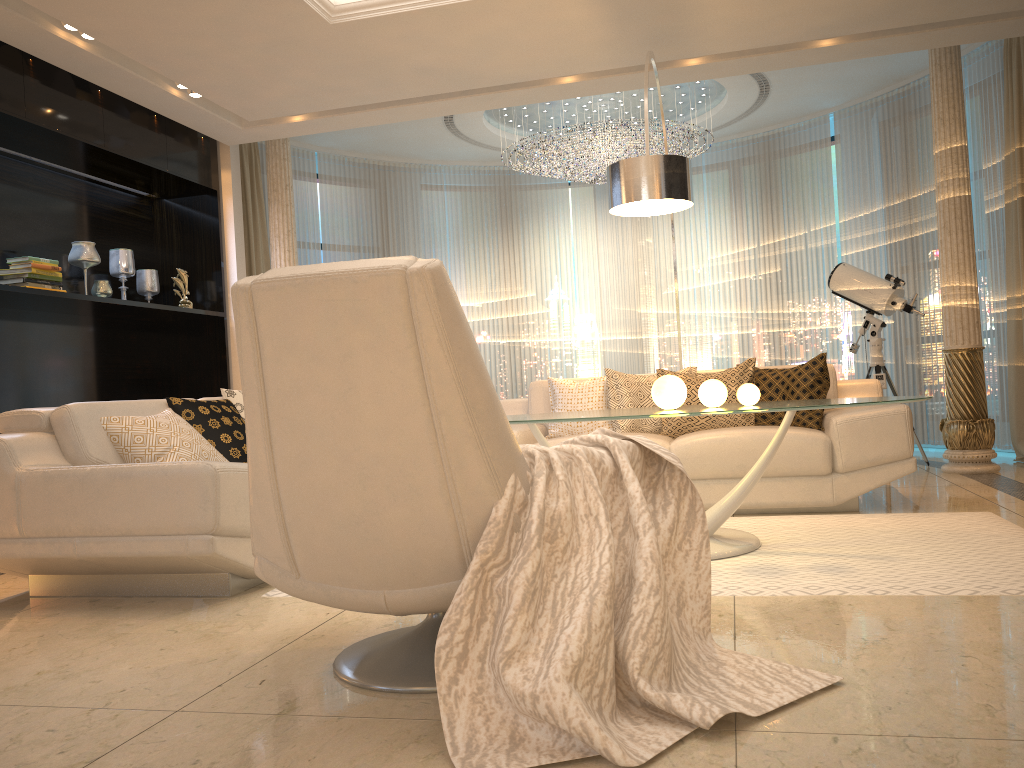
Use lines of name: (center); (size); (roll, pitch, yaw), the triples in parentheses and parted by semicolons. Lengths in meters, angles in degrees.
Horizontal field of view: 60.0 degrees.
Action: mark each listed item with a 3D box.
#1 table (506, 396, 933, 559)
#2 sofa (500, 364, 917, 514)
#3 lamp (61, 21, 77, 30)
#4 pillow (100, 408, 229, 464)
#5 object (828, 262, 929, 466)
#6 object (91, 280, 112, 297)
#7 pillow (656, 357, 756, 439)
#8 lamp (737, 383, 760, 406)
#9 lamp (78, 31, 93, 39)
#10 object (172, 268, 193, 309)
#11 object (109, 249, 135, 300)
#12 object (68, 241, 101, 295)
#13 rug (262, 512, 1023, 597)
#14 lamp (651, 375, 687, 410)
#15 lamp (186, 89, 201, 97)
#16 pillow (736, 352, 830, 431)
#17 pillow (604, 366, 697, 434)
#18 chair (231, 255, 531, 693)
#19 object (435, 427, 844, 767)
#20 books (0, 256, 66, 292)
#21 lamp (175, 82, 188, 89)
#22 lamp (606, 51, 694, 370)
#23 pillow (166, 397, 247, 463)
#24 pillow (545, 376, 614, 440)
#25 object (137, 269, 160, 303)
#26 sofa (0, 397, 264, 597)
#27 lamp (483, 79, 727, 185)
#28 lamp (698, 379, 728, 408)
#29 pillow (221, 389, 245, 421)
table: (0.618, 0.391, 3.717); (2.140, 0.565, 0.999); (-3, 0, 13)
sofa: (0.938, 0.305, 5.046); (2.328, 0.754, 1.145); (-3, 0, 14)
lamp: (-2.234, -1.865, 4.502); (0.107, 0.127, 0.107); (-4, 0, 25)
pillow: (-1.442, 0.263, 3.763); (0.351, 0.329, 0.521); (-3, 0, 14)
object: (2.501, -0.137, 6.073); (0.616, 1.471, 0.570); (-4, 0, 20)
object: (-2.638, -0.585, 5.706); (0.119, 0.154, 0.119); (-4, 0, 24)
pillow: (1.106, 0.085, 5.014); (0.575, 0.436, 0.301); (-4, 0, 20)
lamp: (0.944, 0.042, 3.542); (0.090, 0.091, 0.090); (-3, 0, -26)
lamp: (-2.204, -1.866, 4.620); (0.107, 0.127, 0.107); (-3, 0, -5)
object: (-2.347, -0.668, 6.314); (0.116, 0.293, 0.182); (-3, 0, 11)
object: (-2.668, -0.704, 6.083); (0.156, 0.426, 0.156); (-3, 0, 19)
object: (-2.687, -0.697, 5.583); (0.181, 0.381, 0.181); (-3, 0, 8)
rug: (0.657, 0.684, 3.700); (2.900, 0.020, 1.661); (-3, 0, 14)
lamp: (0.641, 0.034, 3.617); (0.143, 0.143, 0.143); (-3, 0, -2)
lamp: (-1.980, -1.860, 5.544); (0.107, 0.127, 0.107); (-3, 0, -5)
pillow: (1.489, 0.062, 4.894); (0.301, 0.436, 0.575); (-3, -1, -45)
pillow: (0.815, 0.109, 5.162); (0.587, 0.429, 0.288); (-3, 0, -11)
chair: (-0.240, 0.234, 2.252); (1.027, 0.991, 0.983); (-3, 0, 13)
object: (-0.015, 0.419, 2.253); (0.972, 0.580, 1.347); (-3, -1, -39)
books: (-2.750, -0.607, 5.076); (0.260, 0.197, 0.296); (-3, 0, 17)
lamp: (-2.007, -1.871, 5.417); (0.107, 0.127, 0.107); (-3, 0, -5)
lamp: (0.861, -0.576, 4.943); (0.393, 2.519, 2.009); (-3, 0, 14)
pillow: (-1.343, 0.226, 4.210); (0.323, 0.355, 0.524); (-3, 0, 14)
pillow: (0.422, 0.134, 5.230); (0.463, 0.380, 0.222); (-3, 0, 18)
object: (-2.596, -0.651, 6.332); (0.147, 0.317, 0.147); (-3, 0, 16)
sofa: (-1.272, 0.429, 4.256); (1.145, 0.754, 2.328); (-3, 0, 14)
lamp: (0.814, -2.103, 7.720); (2.109, 0.685, 2.109); (-3, 0, -31)
lamp: (0.809, 0.038, 3.575); (0.115, 0.115, 0.115); (-4, -1, 39)
pillow: (-1.276, 0.211, 4.664); (0.255, 0.399, 0.526); (-3, 0, 14)
